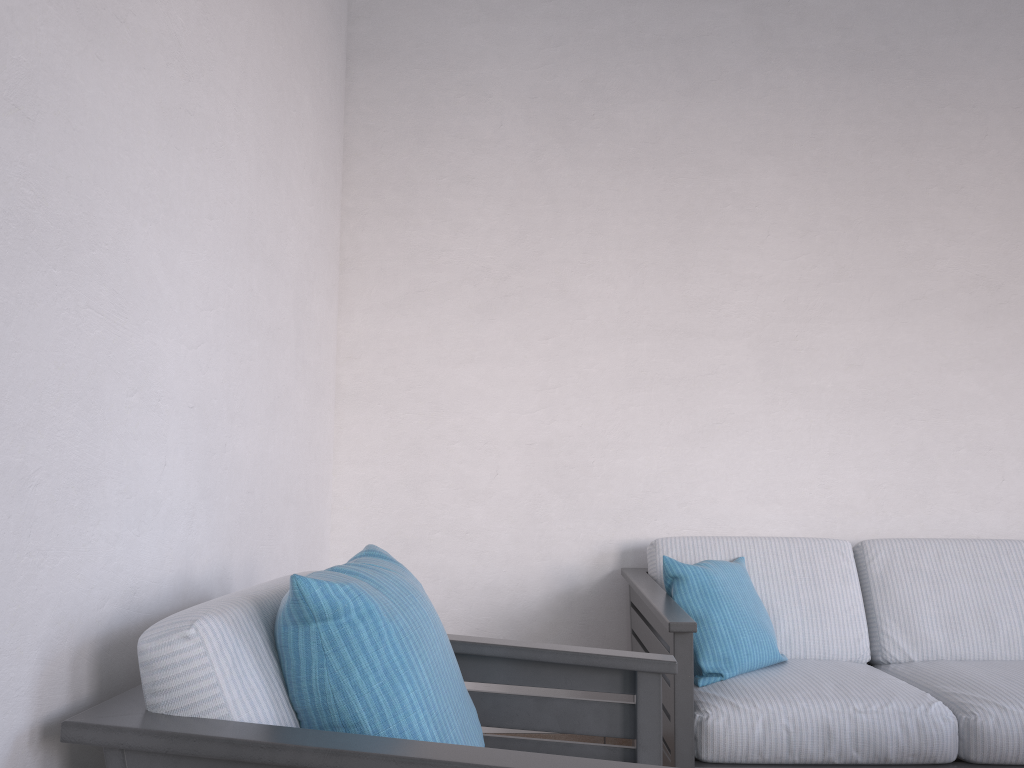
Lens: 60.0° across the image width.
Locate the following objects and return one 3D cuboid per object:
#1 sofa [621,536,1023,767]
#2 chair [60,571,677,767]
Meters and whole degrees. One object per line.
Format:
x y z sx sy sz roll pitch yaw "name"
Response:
1.455 0.856 2.588 2.161 0.765 0.807 1 -6 -1 "sofa"
-0.106 0.708 1.384 0.807 0.765 0.797 0 -6 4 "chair"
